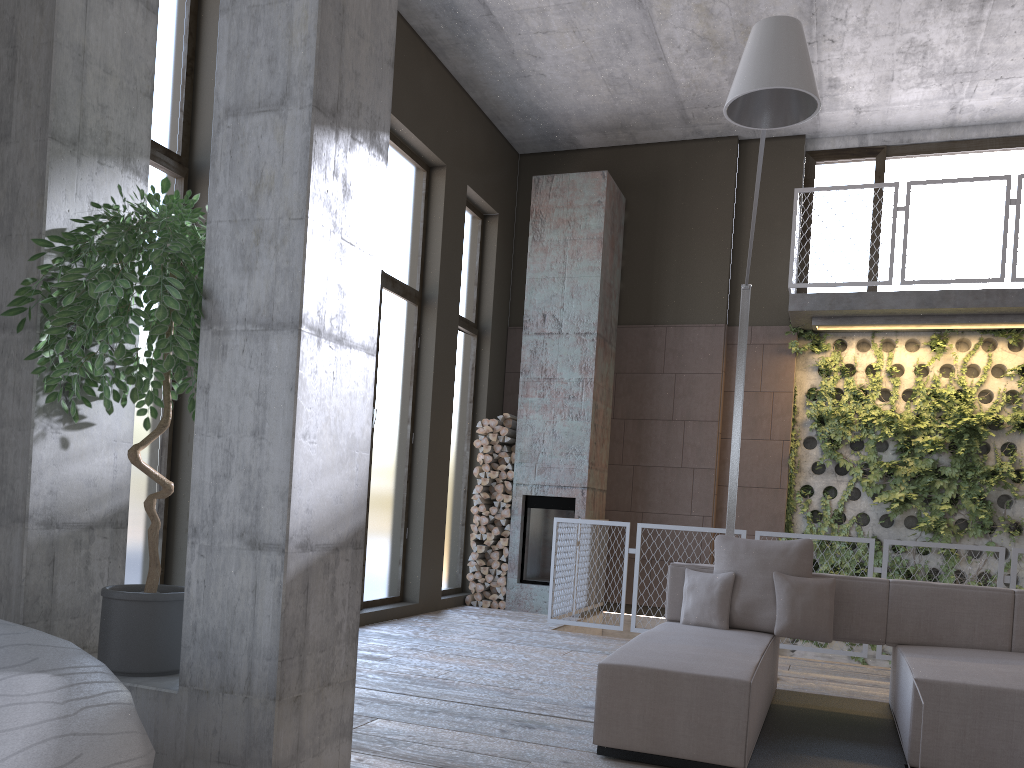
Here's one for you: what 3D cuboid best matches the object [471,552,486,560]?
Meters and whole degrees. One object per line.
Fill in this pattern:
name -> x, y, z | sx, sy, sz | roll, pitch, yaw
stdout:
object -> -0.309, 1.858, 9.495 | 0.090, 0.089, 0.460 | 2, -8, 22

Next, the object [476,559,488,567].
object -> -0.255, 1.937, 9.516 | 0.114, 0.079, 0.440 | 2, -8, 21

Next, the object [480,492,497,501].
object -> -0.210, 1.223, 9.510 | 0.114, 0.079, 0.440 | 2, -8, 21

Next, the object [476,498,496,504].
object -> -0.273, 1.262, 9.415 | 0.071, 0.072, 0.427 | 2, -8, 21

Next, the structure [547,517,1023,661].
structure -> 2.744, 1.822, 7.911 | 4.418, 0.930, 1.948 | 1, -7, 20

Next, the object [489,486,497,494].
object -> -0.149, 1.161, 9.536 | 0.103, 0.101, 0.295 | 2, -7, 21

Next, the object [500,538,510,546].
object -> 0.003, 1.689, 9.399 | 0.093, 0.083, 0.485 | 2, -8, 21

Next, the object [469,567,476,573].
object -> -0.348, 2.020, 9.522 | 0.066, 0.084, 0.430 | 2, -8, 23

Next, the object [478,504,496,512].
object -> -0.236, 1.349, 9.512 | 0.090, 0.089, 0.460 | 2, -8, 21

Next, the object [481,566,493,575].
object -> -0.206, 2.006, 9.471 | 0.093, 0.083, 0.485 | 2, -8, 21

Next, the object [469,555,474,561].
object -> -0.356, 1.881, 9.543 | 0.067, 0.070, 0.428 | 2, -8, 21

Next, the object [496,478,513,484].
object -> -0.078, 1.045, 9.400 | 0.088, 0.056, 0.336 | 1, -8, 21

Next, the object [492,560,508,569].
object -> -0.093, 1.939, 9.439 | 0.092, 0.093, 0.442 | 2, -8, 21

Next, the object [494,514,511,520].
object -> -0.065, 1.427, 9.413 | 0.121, 0.067, 0.367 | 1, -8, 22

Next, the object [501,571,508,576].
object -> -0.050, 2.006, 9.300 | 0.062, 0.047, 0.253 | 2, -8, 19

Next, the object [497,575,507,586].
object -> -0.062, 2.080, 9.304 | 0.100, 0.102, 0.296 | 2, -7, 19

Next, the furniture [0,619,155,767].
furniture -> -1.788, 1.008, 2.024 | 1.805, 0.807, 1.632 | 8, -8, -32

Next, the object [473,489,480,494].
object -> -0.311, 1.168, 9.537 | 0.067, 0.070, 0.428 | 2, -8, 21

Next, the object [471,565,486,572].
object -> -0.318, 1.975, 9.422 | 0.071, 0.072, 0.427 | 2, -8, 21

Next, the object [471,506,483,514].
object -> -0.320, 1.376, 9.539 | 0.091, 0.091, 0.442 | 2, -8, 21

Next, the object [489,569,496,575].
object -> -0.135, 2.017, 9.447 | 0.067, 0.067, 0.427 | 2, -8, 21

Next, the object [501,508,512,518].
object -> -0.017, 1.367, 9.298 | 0.100, 0.102, 0.296 | 2, -7, 19

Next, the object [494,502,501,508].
object -> -0.090, 1.304, 9.441 | 0.067, 0.067, 0.427 | 2, -8, 21

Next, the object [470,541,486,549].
object -> -0.353, 1.760, 9.566 | 0.070, 0.117, 0.368 | 3, -7, 20

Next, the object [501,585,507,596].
object -> -0.023, 2.195, 9.364 | 0.064, 0.124, 0.368 | 3, -7, 22

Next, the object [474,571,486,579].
object -> -0.281, 2.062, 9.519 | 0.090, 0.089, 0.460 | 2, -8, 21

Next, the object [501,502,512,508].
object -> -0.014, 1.303, 9.413 | 0.067, 0.066, 0.427 | 2, -8, 21

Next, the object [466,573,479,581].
object -> -0.366, 2.089, 9.545 | 0.091, 0.091, 0.442 | 2, -8, 21

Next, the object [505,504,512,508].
object -> -0.005, 1.292, 9.294 | 0.062, 0.047, 0.253 | 2, -8, 19

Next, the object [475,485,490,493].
object -> -0.264, 1.145, 9.489 | 0.090, 0.089, 0.460 | 2, -8, 22

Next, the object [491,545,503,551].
object -> -0.123, 1.758, 9.406 | 0.088, 0.056, 0.336 | 1, -8, 21

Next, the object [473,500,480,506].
object -> -0.302, 1.307, 9.515 | 0.066, 0.084, 0.430 | 2, -8, 23

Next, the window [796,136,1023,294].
window -> 4.711, -1.536, 8.630 | 3.558, 1.745, 0.110 | 1, 0, 20

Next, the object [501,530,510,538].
object -> 0.009, 1.612, 9.423 | 0.114, 0.079, 0.440 | 2, -8, 20

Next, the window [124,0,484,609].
window -> -1.987, -0.488, 5.333 | 0.209, 4.139, 9.307 | 4, -6, 19

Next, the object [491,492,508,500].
object -> -0.110, 1.214, 9.484 | 0.101, 0.086, 0.367 | 2, -8, 21

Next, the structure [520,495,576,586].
structure -> 0.390, 1.634, 9.131 | 0.574, 0.924, 0.056 | 3, 0, 20

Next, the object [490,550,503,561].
object -> -0.134, 1.829, 9.376 | 0.098, 0.106, 0.297 | 2, -7, 20

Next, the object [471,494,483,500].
object -> -0.315, 1.232, 9.509 | 0.121, 0.067, 0.367 | 2, -8, 19

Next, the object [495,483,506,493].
object -> -0.088, 1.115, 9.370 | 0.098, 0.106, 0.297 | 2, -7, 20

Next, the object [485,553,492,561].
object -> -0.195, 1.874, 9.542 | 0.103, 0.101, 0.295 | 2, -7, 21

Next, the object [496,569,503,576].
object -> -0.059, 2.016, 9.419 | 0.067, 0.066, 0.427 | 2, -8, 21

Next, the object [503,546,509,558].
object -> 0.003, 1.795, 9.360 | 0.064, 0.124, 0.368 | 3, -7, 22

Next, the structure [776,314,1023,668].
structure -> 3.934, 1.007, 8.590 | 2.621, 3.808, 1.009 | 3, 0, 20

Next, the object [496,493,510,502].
object -> -0.047, 1.226, 9.433 | 0.092, 0.093, 0.442 | 2, -8, 21

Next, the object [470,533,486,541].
object -> -0.338, 1.657, 9.551 | 0.079, 0.106, 0.441 | 3, -7, 20

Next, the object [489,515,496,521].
object -> -0.160, 1.439, 9.452 | 0.064, 0.074, 0.363 | 3, -8, 19

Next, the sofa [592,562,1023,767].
sofa -> 1.920, 1.311, 3.744 | 2.991, 0.781, 3.045 | 1, -8, 21

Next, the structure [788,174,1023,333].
structure -> 4.135, 0.270, 7.331 | 3.675, 4.299, 3.059 | 2, -3, 20

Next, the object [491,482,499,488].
object -> -0.128, 1.087, 9.446 | 0.064, 0.074, 0.363 | 2, -8, 22
